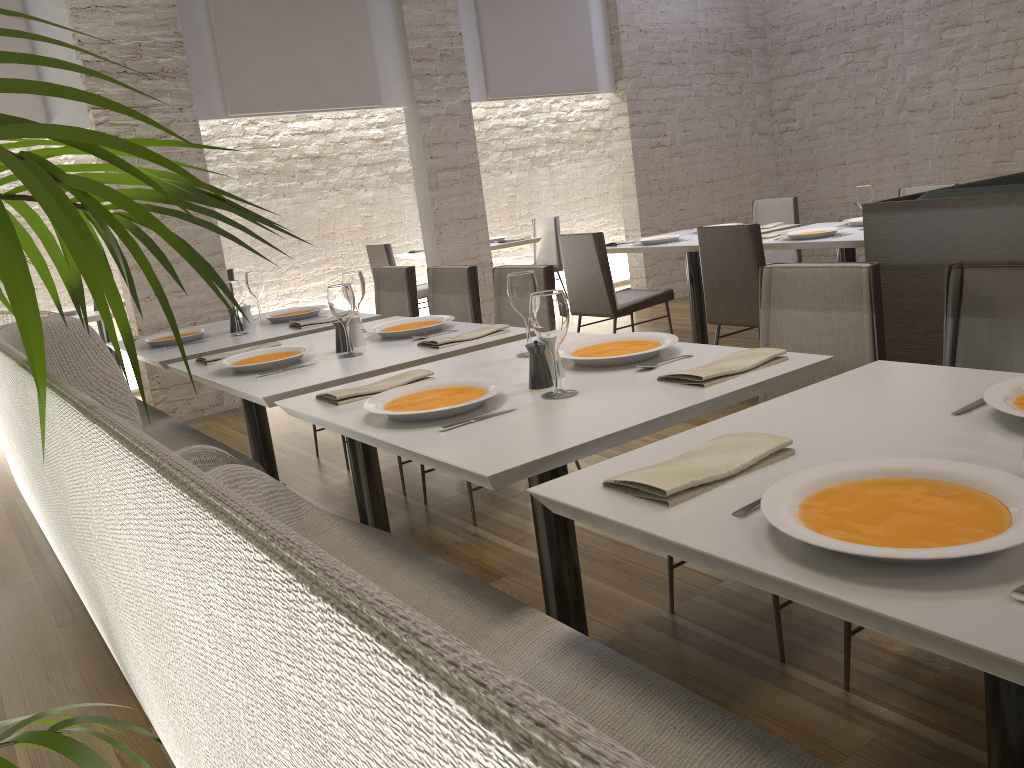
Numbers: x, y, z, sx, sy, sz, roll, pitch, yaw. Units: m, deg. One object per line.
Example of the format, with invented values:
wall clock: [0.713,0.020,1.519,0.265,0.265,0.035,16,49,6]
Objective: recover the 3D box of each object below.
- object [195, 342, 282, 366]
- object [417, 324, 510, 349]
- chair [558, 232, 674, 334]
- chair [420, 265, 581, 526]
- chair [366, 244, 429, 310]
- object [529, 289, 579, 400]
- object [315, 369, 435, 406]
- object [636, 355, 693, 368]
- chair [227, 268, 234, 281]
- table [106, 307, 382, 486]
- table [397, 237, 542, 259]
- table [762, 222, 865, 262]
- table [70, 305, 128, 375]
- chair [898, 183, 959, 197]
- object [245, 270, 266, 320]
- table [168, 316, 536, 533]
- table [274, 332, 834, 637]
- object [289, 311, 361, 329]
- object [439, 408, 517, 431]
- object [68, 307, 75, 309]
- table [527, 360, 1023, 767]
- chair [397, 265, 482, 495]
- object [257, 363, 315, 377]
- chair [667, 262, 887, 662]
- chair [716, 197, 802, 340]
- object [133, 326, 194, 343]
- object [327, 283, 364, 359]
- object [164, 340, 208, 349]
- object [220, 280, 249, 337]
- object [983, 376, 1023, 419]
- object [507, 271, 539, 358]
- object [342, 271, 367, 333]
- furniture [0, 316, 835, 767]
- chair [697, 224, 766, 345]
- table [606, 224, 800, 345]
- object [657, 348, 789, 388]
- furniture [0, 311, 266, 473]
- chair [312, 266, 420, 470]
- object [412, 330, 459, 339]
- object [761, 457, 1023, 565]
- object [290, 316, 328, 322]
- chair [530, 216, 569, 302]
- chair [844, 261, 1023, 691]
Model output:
object: [-0.978,-0.110,3.175,0.274,0.033,0.143,-16,15,-33]
object: [-0.157,-0.155,2.883,0.274,0.033,0.143,-16,15,-33]
chair: [0.654,-0.512,5.473,0.568,0.899,0.413,-15,13,-33]
chair: [-0.092,0.013,3.547,0.568,0.899,0.413,-15,13,-33]
chair: [-0.878,-0.795,7.677,0.568,0.899,0.413,-15,13,-33]
object: [0.090,-0.087,1.935,0.086,0.229,0.086,-8,10,-4]
object: [-0.350,0.006,2.272,0.274,0.033,0.143,-16,15,-33]
object: [0.368,-0.056,2.122,0.182,0.015,0.038,-15,14,-32]
chair: [-2.342,-0.382,6.691,0.568,0.899,0.413,-15,13,-33]
table: [-1.176,0.124,4.037,0.940,0.754,1.013,-15,14,-33]
table: [-0.349,-0.874,8.046,0.940,0.754,1.013,-15,14,-33]
table: [1.854,-0.468,4.884,0.940,0.754,1.013,-15,14,-33]
table: [-2.866,-0.162,6.351,0.940,0.754,1.013,-15,14,-33]
chair: [2.365,-0.694,5.260,0.568,0.899,0.413,-15,13,-33]
object: [-1.228,-0.427,4.268,0.086,0.229,0.086,-8,10,-4]
table: [-0.527,0.244,3.103,0.940,0.754,1.013,-15,14,-33]
table: [0.101,0.360,2.199,0.940,0.754,1.013,-15,14,-33]
object: [-0.806,-0.275,3.816,0.274,0.033,0.143,-16,15,-33]
object: [-0.068,0.070,1.830,0.186,0.010,0.017,-16,14,-33]
object: [-3.317,-0.516,6.424,0.274,0.033,0.143,-16,15,-33]
table: [0.738,0.477,1.283,0.940,0.754,1.013,-15,14,-33]
chair: [-0.411,-0.046,4.007,0.568,0.899,0.413,-15,13,-33]
object: [-0.696,-0.046,2.733,0.186,0.010,0.017,-16,14,-33]
chair: [0.711,0.161,2.393,0.568,0.899,0.413,-15,13,-33]
chair: [1.719,-0.813,6.190,0.568,0.899,0.413,-15,13,-33]
object: [-1.627,-0.230,4.109,0.274,0.033,0.143,-16,15,-33]
object: [-0.535,-0.202,2.834,0.086,0.229,0.086,-8,10,-4]
object: [-1.346,-0.166,3.667,0.186,0.010,0.017,-16,14,-33]
object: [-1.177,-0.321,3.757,0.086,0.229,0.086,-8,10,-4]
object: [0.904,0.034,1.357,0.321,0.036,0.324,1,15,34]
object: [0.039,-0.193,2.446,0.086,0.229,0.086,-8,10,-4]
object: [-0.586,-0.308,3.344,0.086,0.229,0.086,-8,10,-4]
furniture: [0.532,0.566,0.225,0.712,1.089,4.488,-15,14,-33]
chair: [1.301,-0.393,4.543,0.568,0.899,0.413,-15,13,-33]
table: [1.205,-0.588,5.818,0.940,0.754,1.013,-15,14,-33]
object: [0.471,-0.039,1.979,0.274,0.033,0.143,-16,15,-33]
furniture: [-1.562,0.180,3.237,0.710,1.089,2.591,-15,14,-33]
chair: [-0.740,-0.106,4.479,0.568,0.899,0.413,-15,13,-33]
object: [-0.260,-0.172,3.025,0.182,0.015,0.038,-15,14,-32]
object: [0.466,0.157,1.065,0.321,0.036,0.324,1,15,34]
object: [-0.910,-0.292,3.959,0.182,0.015,0.038,-15,14,-32]
chair: [0.186,-1.096,8.394,0.568,0.899,0.413,-15,13,-33]
chair: [1.028,0.220,1.936,0.568,0.899,0.413,-15,13,-33]
